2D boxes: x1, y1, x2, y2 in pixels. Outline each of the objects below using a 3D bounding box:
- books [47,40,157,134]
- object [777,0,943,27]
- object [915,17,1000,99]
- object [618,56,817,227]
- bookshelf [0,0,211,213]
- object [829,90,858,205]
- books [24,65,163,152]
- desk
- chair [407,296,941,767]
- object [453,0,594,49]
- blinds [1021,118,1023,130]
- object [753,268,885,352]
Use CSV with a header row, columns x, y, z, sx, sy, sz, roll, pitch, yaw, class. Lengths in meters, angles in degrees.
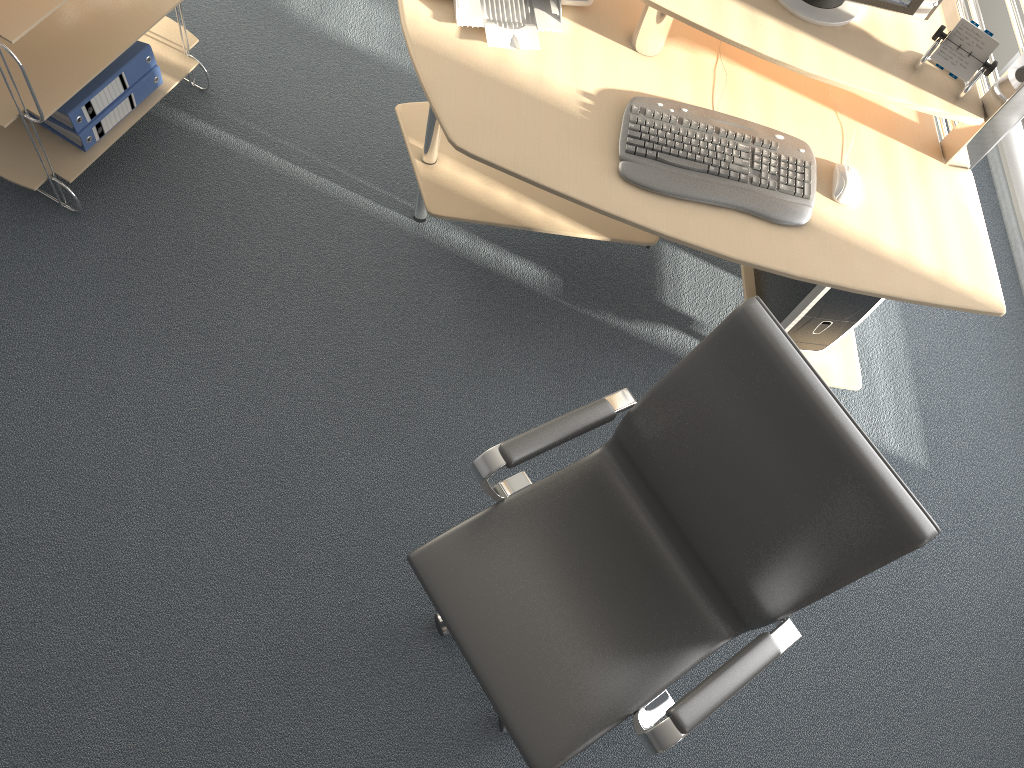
x,y,z,sx,sy,sz,roll,pitch,yaw,class
-1.199,-0.867,2.449,0.263,0.100,0.320,31,63,4,books
0.780,-1.039,1.959,0.516,0.418,0.245,19,63,-2,object
1.028,-0.753,2.033,0.154,0.135,0.093,39,64,8,object
0.516,-0.748,2.193,0.478,0.082,0.814,13,63,-6,object
-1.094,-1.111,1.962,0.381,1.572,0.724,30,63,3,bookshelf
0.853,-0.741,2.256,0.168,0.088,0.742,8,64,-8,object
-1.201,-0.839,2.497,0.262,0.072,0.320,31,63,4,books
0.437,-0.692,2.081,1.469,1.566,0.967,6,64,-9,desk
0.190,0.396,1.808,0.652,1.048,0.584,-27,73,-22,chair
-0.003,-0.969,2.085,0.438,0.162,0.351,-2,66,-12,object
2.133,-0.829,1.718,0.037,2.749,1.950,6,64,-9,blinds
0.872,-0.387,2.514,0.199,0.422,0.471,6,64,-9,object
